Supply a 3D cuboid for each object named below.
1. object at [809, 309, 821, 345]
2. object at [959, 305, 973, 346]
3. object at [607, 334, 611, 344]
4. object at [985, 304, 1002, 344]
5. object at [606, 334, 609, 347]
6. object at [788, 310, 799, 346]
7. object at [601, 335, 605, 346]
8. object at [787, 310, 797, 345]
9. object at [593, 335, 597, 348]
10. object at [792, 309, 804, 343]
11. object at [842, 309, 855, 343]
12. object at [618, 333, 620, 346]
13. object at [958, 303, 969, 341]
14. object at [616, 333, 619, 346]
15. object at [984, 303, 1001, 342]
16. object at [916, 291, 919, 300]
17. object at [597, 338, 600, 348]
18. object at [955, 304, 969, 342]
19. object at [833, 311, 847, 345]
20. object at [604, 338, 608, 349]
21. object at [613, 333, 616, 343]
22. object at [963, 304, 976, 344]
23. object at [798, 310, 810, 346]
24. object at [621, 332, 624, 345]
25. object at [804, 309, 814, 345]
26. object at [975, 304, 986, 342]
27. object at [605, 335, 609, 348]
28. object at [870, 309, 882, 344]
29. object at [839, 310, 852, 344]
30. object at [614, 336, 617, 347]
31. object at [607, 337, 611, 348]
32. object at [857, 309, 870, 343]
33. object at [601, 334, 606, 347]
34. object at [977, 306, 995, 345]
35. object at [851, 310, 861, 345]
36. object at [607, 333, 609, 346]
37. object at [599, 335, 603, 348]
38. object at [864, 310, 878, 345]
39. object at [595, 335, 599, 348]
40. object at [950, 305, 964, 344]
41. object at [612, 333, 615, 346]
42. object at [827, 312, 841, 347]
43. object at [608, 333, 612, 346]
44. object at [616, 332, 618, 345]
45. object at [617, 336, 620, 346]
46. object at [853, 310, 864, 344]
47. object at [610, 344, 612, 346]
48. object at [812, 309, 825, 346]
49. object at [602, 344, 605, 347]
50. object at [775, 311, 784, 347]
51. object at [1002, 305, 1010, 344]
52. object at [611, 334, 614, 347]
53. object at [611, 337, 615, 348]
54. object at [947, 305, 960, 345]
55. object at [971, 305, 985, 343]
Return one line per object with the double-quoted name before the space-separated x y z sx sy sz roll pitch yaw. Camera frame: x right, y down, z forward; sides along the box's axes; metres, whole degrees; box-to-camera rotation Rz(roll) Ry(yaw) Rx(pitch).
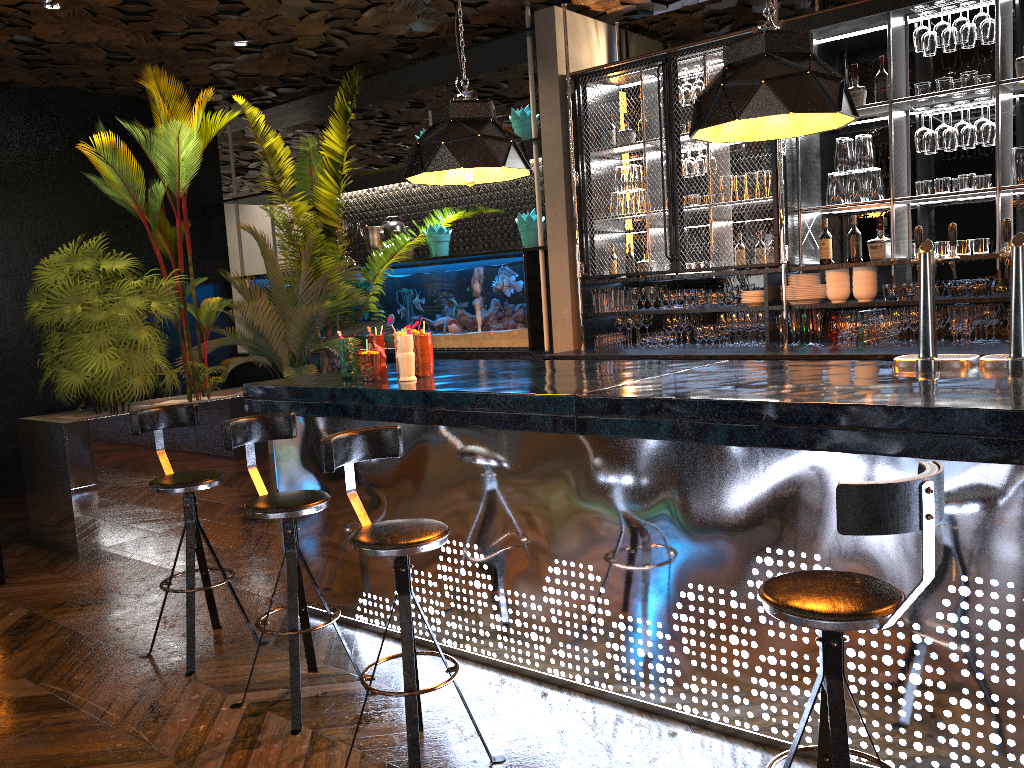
"object" 1.955 -0.366 5.719 0.073 0.229 0.073 0 7 28
"object" 2.588 -0.334 5.057 0.071 0.226 0.071 -2 6 11
"object" 0.738 -0.326 6.707 0.031 0.098 0.031 -4 6 1
"object" 2.765 -0.344 5.091 0.092 0.218 0.092 -4 6 0
"object" 0.725 -0.331 6.757 0.033 0.101 0.033 -1 6 21
"object" 1.842 -0.366 5.789 0.073 0.229 0.073 0 7 28
"object" 0.686 -0.317 6.649 0.031 0.098 0.031 -5 6 -12
"object" 1.860 -0.376 5.872 0.073 0.229 0.073 0 7 28
"object" 0.631 -0.320 6.708 0.028 0.097 0.028 0 7 29
"object" 1.925 -0.389 5.957 0.073 0.229 0.073 0 7 28
"object" 2.184 -0.375 5.750 0.082 0.213 0.082 -2 6 16
"object" 0.829 -0.345 6.822 0.031 0.098 0.031 -4 6 -4
"object" 2.713 -0.371 5.334 0.071 0.226 0.071 -2 6 11
"object" 0.807 -0.340 6.791 0.031 0.098 0.031 -6 6 -18
"object" 2.828 -0.361 5.212 0.092 0.218 0.092 -4 6 0
"object" 2.406 -0.522 5.226 0.044 0.048 0.049 -4 6 -8
"object" 0.653 -0.324 6.732 0.028 0.097 0.028 -4 6 -1
"object" 2.671 -0.362 5.268 0.071 0.226 0.071 -2 6 11
"object" 2.074 -0.354 5.614 0.082 0.213 0.082 0 7 32
"object" 0.699 -0.302 6.588 0.034 0.080 0.034 -8 8 -37
"object" 0.785 -0.336 6.765 0.031 0.098 0.031 -7 7 -28
"object" 2.639 -0.344 5.119 0.071 0.226 0.071 -2 6 11
"object" 1.876 -0.359 5.696 0.073 0.229 0.073 0 7 28
"object" 0.851 -0.349 6.851 0.031 0.098 0.031 2 8 44
"object" 1.953 -0.375 5.804 0.073 0.229 0.073 0 7 28
"object" 2.778 -0.362 5.251 0.092 0.218 0.092 -4 6 0
"object" 0.709 -0.322 6.679 0.031 0.098 0.031 -2 6 13
"object" 2.278 -0.361 5.559 0.082 0.213 0.082 -6 6 -18
"object" 2.131 -0.364 5.679 0.082 0.213 0.082 -4 6 -1
"object" 0.781 -0.318 6.691 0.034 0.080 0.034 -9 8 -41
"object" 0.726 -0.307 6.622 0.034 0.080 0.034 -3 6 4
"object" 2.257 -0.373 5.688 0.082 0.213 0.082 -6 6 -20
"object" 0.697 -0.326 6.724 0.033 0.101 0.033 0 7 31
"object" 2.684 -0.331 5.018 0.092 0.218 0.092 -4 6 0
"object" 2.142 -0.352 5.553 0.082 0.213 0.082 -2 6 16
"object" 0.739 -0.340 6.836 0.028 0.097 0.028 -5 6 -16
"object" 0.673 -0.321 6.694 0.033 0.101 0.033 -1 6 20
"object" 2.221 -0.350 5.490 0.082 0.213 0.082 -2 6 19
"object" 0.644 -0.316 6.661 0.033 0.101 0.033 -7 7 -26
"object" 2.609 -0.350 5.199 0.071 0.226 0.071 -2 6 11
"object" 0.776 -0.341 6.822 0.033 0.101 0.033 -1 7 23
"object" 2.015 -0.343 5.547 0.082 0.213 0.082 -6 6 -21
"object" 0.749 -0.336 6.790 0.033 0.101 0.033 2 8 44
"object" 0.806 -0.347 6.855 0.033 0.101 0.033 -6 6 -21
"object" 0.815 -0.324 6.726 0.034 0.080 0.034 -1 7 22
"object" 2.206 -0.363 5.618 0.082 0.213 0.082 -7 7 -29
"object" 0.763 -0.344 6.863 0.028 0.097 0.028 -2 6 14
"object" 1.949 -0.356 5.631 0.073 0.229 0.073 0 7 28
"object" 0.694 -0.332 6.783 0.028 0.097 0.028 1 8 37
"object" 1.750 -0.359 5.773 0.073 0.229 0.073 0 7 28
"object" 2.800 -0.336 4.994 0.071 0.217 0.071 -9 8 -42
"object" 0.758 -0.331 6.734 0.031 0.098 0.031 -4 6 -5
"object" 0.756 -0.313 6.660 0.034 0.080 0.034 -3 6 7
"object" 2.557 -0.340 5.133 0.071 0.226 0.071 -2 6 11
"object" 2.706 -0.349 5.172 0.092 0.218 0.092 -4 6 0
